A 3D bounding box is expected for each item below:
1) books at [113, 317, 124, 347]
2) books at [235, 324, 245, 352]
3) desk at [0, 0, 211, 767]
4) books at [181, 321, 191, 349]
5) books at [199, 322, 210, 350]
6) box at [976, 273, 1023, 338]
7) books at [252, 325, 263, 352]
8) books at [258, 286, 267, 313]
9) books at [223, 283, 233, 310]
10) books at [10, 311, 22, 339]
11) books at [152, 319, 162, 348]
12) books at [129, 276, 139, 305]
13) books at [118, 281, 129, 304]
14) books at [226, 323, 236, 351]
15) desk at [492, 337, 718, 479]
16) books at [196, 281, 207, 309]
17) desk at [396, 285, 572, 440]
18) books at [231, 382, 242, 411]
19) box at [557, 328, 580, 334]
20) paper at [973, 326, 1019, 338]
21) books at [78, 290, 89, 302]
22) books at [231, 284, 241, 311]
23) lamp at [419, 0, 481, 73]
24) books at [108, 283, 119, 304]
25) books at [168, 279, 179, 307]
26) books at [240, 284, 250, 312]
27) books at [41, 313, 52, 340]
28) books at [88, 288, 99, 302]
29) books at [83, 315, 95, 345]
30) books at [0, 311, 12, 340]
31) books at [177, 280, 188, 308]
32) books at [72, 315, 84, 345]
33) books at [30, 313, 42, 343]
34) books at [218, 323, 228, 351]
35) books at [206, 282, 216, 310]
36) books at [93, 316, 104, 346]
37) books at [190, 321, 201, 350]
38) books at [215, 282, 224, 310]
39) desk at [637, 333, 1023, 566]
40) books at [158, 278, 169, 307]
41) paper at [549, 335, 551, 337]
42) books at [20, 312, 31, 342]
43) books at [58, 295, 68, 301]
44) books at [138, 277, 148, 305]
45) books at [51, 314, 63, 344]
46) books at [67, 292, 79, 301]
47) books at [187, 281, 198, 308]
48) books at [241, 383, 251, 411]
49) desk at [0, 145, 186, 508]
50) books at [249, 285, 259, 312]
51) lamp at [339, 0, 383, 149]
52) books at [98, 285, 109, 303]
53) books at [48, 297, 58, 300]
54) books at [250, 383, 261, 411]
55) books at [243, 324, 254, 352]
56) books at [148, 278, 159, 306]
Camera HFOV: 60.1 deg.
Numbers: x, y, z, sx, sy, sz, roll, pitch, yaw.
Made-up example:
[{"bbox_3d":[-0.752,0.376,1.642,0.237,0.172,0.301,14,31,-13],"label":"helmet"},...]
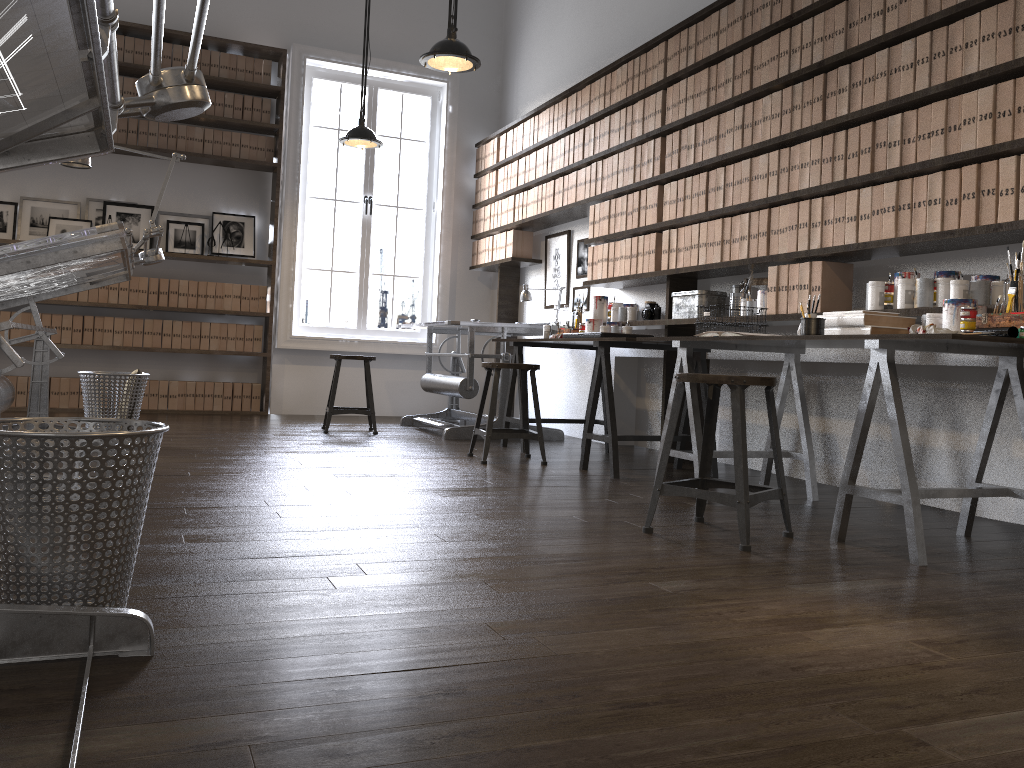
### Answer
[{"bbox_3d":[-3.069,-0.407,6.913,0.066,0.226,0.174,3,-1,-23],"label":"books"},{"bbox_3d":[-2.240,-0.379,7.265,0.066,0.226,0.174,3,-1,-23],"label":"books"},{"bbox_3d":[-0.670,-0.202,0.582,1.075,1.388,2.070,3,1,-23],"label":"desk"},{"bbox_3d":[-2.618,-0.392,7.107,0.066,0.226,0.174,3,-1,-23],"label":"books"},{"bbox_3d":[-2.487,-0.387,7.156,0.067,0.226,0.174,3,-1,-23],"label":"books"},{"bbox_3d":[1.562,-0.238,2.714,0.137,0.207,0.212,3,0,-23],"label":"box"},{"bbox_3d":[-2.108,-0.374,7.316,0.066,0.226,0.174,3,-1,-23],"label":"books"},{"bbox_3d":[-2.075,-0.696,7.330,0.067,0.226,0.174,3,-1,-23],"label":"books"},{"bbox_3d":[-2.326,-0.704,7.227,0.066,0.226,0.174,3,0,-23],"label":"books"},{"bbox_3d":[-3.711,-0.428,6.644,0.066,0.226,0.174,3,0,-23],"label":"books"},{"bbox_3d":[-2.812,-0.398,7.017,0.067,0.226,0.174,3,-1,-23],"label":"books"},{"bbox_3d":[-2.968,-0.726,6.954,0.067,0.226,0.174,3,-1,-23],"label":"books"},{"bbox_3d":[-3.034,-0.728,6.927,0.066,0.226,0.174,3,-1,-23],"label":"books"},{"bbox_3d":[-2.300,-0.381,7.233,0.067,0.226,0.174,3,-1,-23],"label":"books"},{"bbox_3d":[0.484,0.096,4.939,0.655,0.670,1.669,3,1,-23],"label":"desk"},{"bbox_3d":[-2.509,-0.711,7.154,0.066,0.226,0.174,3,-1,-23],"label":"books"},{"bbox_3d":[-0.168,-0.192,6.439,1.070,1.099,1.269,3,0,-23],"label":"desk"},{"bbox_3d":[-2.258,0.103,7.249,0.067,0.226,0.174,3,-1,-23],"label":"books"},{"bbox_3d":[0.386,-0.304,5.503,0.137,0.083,0.212,2,1,-23],"label":"box"},{"bbox_3d":[1.410,-0.155,2.667,0.137,0.038,0.155,2,1,-8],"label":"paper"},{"bbox_3d":[-3.295,-0.737,6.819,0.067,0.226,0.174,3,-1,-23],"label":"books"},{"bbox_3d":[-2.264,-0.702,7.251,0.067,0.226,0.174,3,-1,-23],"label":"books"},{"bbox_3d":[-0.262,-2.745,4.509,0.312,2.255,0.311,4,-2,-43],"label":"lamp"},{"bbox_3d":[-3.102,-0.730,6.902,0.066,0.226,0.174,3,-1,-23],"label":"books"},{"bbox_3d":[-2.705,-0.717,7.072,0.066,0.226,0.174,3,-1,-23],"label":"books"},{"bbox_3d":[-2.201,-0.700,7.282,0.066,0.226,0.174,3,-1,-23],"label":"books"},{"bbox_3d":[-3.531,-0.422,6.723,0.066,0.226,0.174,3,-1,-23],"label":"books"},{"bbox_3d":[-3.232,-0.735,6.850,0.066,0.226,0.174,3,-1,-23],"label":"books"},{"bbox_3d":[-3.264,-0.413,6.829,0.067,0.226,0.174,3,-1,-23],"label":"books"},{"bbox_3d":[-3.777,-0.430,6.614,0.067,0.226,0.174,3,-1,-23],"label":"books"},{"bbox_3d":[-2.638,-0.715,7.095,0.066,0.226,0.174,3,-1,-23],"label":"books"},{"bbox_3d":[-3.335,-0.416,6.805,0.066,0.226,0.174,3,-1,-23],"label":"books"},{"bbox_3d":[-3.591,-0.424,6.691,0.067,0.226,0.174,3,-1,-23],"label":"books"},{"bbox_3d":[-2.363,-0.383,7.212,0.066,0.226,0.174,3,-1,-23],"label":"books"},{"bbox_3d":[-2.444,-0.708,7.175,0.067,0.226,0.174,3,-1,-23],"label":"books"},{"bbox_3d":[-3.198,-0.411,6.863,0.066,0.226,0.174,3,-1,-23],"label":"books"},{"bbox_3d":[-2.553,-0.389,7.132,0.066,0.226,0.174,3,-1,-23],"label":"books"},{"bbox_3d":[-2.385,-0.706,7.205,0.066,0.226,0.174,3,0,-23],"label":"books"},{"bbox_3d":[1.168,0.171,3.312,0.655,0.670,1.669,3,1,-23],"label":"desk"},{"bbox_3d":[-2.772,-0.719,7.038,0.067,0.226,0.174,3,-1,-23],"label":"books"},{"bbox_3d":[0.250,-0.282,5.428,0.137,0.038,0.155,2,2,-38],"label":"paper"},{"bbox_3d":[-3.654,-0.426,6.670,0.066,0.226,0.174,3,0,-23],"label":"books"},{"bbox_3d":[-3.421,-0.741,6.770,0.066,0.226,0.174,3,-1,-23],"label":"books"},{"bbox_3d":[-2.911,-0.724,6.983,0.066,0.226,0.174,3,0,-23],"label":"books"},{"bbox_3d":[-3.466,-0.420,6.750,0.066,0.226,0.174,3,-1,-23],"label":"books"},{"bbox_3d":[-3.362,-0.739,6.792,0.066,0.226,0.174,3,-1,-23],"label":"books"},{"bbox_3d":[-2.574,-0.713,7.127,0.066,0.226,0.174,3,-1,-23],"label":"books"},{"bbox_3d":[-2.191,0.106,7.282,0.066,0.226,0.174,3,-1,-23],"label":"books"},{"bbox_3d":[-1.969,-0.343,3.673,1.075,1.388,2.281,3,1,-23],"label":"desk"},{"bbox_3d":[-2.137,-0.698,7.311,0.066,0.226,0.174,3,-1,-23],"label":"books"},{"bbox_3d":[-1.020,-2.827,6.302,0.312,2.255,0.311,4,-2,-43],"label":"lamp"},{"bbox_3d":[-3.168,-0.733,6.878,0.066,0.226,0.174,3,-1,-23],"label":"books"},{"bbox_3d":[-3.480,-0.743,6.740,0.067,0.226,0.174,3,-1,-23],"label":"books"},{"bbox_3d":[-2.121,0.108,7.310,0.066,0.226,0.174,3,0,-23],"label":"books"},{"bbox_3d":[-2.175,-0.377,7.292,0.066,0.226,0.174,3,-1,-23],"label":"books"},{"bbox_3d":[-2.842,-0.722,7.015,0.066,0.226,0.174,3,-1,-23],"label":"books"}]
